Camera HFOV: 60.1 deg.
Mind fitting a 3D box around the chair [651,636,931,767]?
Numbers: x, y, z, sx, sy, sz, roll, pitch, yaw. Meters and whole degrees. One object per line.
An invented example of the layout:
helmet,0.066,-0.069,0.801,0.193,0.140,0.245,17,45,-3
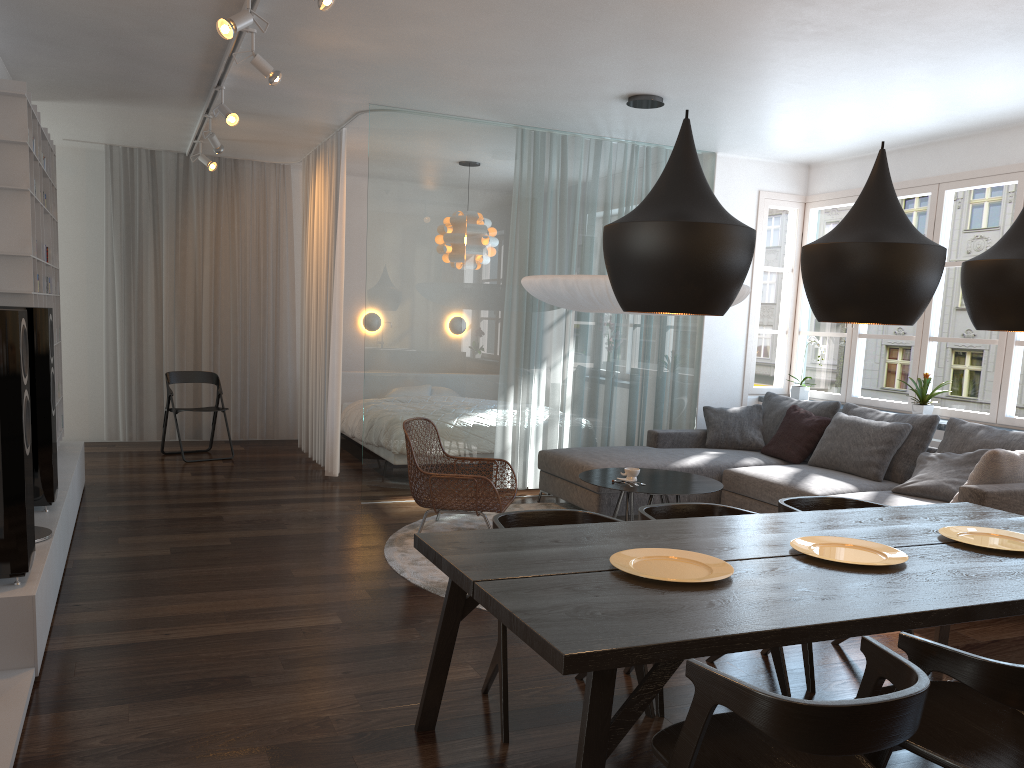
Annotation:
chair,0.616,0.935,2.017,0.593,0.678,0.515,0,7,-24

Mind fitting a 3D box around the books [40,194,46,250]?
books,-2.882,-0.958,5.329,0.100,0.436,0.347,-1,8,-24

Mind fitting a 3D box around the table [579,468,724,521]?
table,0.809,0.804,5.272,0.847,0.477,0.840,1,6,-21

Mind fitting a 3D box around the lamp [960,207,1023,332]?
lamp,1.740,-0.447,2.960,0.410,0.546,0.407,4,7,10

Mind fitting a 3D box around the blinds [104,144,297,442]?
blinds,-2.993,-0.809,8.586,1.807,2.762,0.151,0,9,-21

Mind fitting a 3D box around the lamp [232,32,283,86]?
lamp,-1.283,-1.651,4.475,0.250,0.242,0.084,-2,9,-38

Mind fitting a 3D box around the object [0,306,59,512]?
object,-2.425,0.124,4.385,0.280,1.013,0.292,-1,9,-23

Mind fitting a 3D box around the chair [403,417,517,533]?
chair,-0.345,0.596,5.629,0.685,0.716,0.712,4,6,9

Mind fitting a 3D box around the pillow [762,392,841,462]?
pillow,2.163,0.330,6.897,0.275,0.482,0.829,-1,6,-23

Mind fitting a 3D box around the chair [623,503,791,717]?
chair,0.733,0.839,3.398,0.593,0.678,0.515,0,7,-23

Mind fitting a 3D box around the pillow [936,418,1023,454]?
pillow,2.865,0.481,5.279,0.275,0.481,0.829,-1,6,-23

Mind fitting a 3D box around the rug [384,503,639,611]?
rug,0.658,1.023,5.385,2.831,0.012,2.820,-1,6,-43

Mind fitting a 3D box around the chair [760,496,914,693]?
chair,1.357,0.847,3.673,0.593,0.678,0.515,0,7,-25

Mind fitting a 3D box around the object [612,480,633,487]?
object,0.628,0.566,5.042,0.015,0.015,0.166,-2,6,-36

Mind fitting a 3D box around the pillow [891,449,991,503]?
pillow,2.594,0.527,5.302,0.443,0.324,0.489,-2,7,-42

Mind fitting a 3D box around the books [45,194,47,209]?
books,-2.986,-1.145,5.567,0.099,0.105,0.131,0,7,-25

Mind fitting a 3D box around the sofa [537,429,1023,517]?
sofa,1.717,0.710,5.764,2.039,0.678,3.042,1,5,-23

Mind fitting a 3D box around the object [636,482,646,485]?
object,0.712,0.569,5.090,0.123,0.010,0.026,5,5,32

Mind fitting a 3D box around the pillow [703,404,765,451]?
pillow,1.766,0.338,7.057,0.514,0.363,0.344,4,7,16

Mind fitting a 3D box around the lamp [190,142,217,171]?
lamp,-2.633,-1.935,7.525,0.250,0.242,0.084,4,8,9

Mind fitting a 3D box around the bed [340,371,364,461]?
bed,-0.560,0.357,8.559,2.165,0.769,2.421,1,5,-23

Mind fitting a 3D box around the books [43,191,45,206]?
books,-2.939,-1.136,5.462,0.090,0.109,0.117,0,7,-23

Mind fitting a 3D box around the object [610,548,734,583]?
object,0.461,0.530,2.567,0.356,0.017,0.353,1,4,-20

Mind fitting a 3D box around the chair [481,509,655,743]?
chair,0.170,0.831,3.156,0.593,0.678,0.515,-1,7,-25

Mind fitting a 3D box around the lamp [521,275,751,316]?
lamp,0.790,-0.559,5.753,1.467,0.212,1.460,4,4,13

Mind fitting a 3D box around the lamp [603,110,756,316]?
lamp,0.457,-0.464,2.408,0.410,0.546,0.408,6,7,24

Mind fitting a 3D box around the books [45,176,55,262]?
books,-2.932,-0.508,5.464,0.114,1.837,1.935,-1,7,-23

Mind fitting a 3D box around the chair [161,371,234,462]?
chair,-2.864,0.284,8.052,0.499,0.782,0.558,-4,10,-43

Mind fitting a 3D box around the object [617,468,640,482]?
object,0.679,0.531,5.176,0.139,0.070,0.090,2,6,-12

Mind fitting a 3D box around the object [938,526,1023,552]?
object,1.688,0.547,3.095,0.356,0.017,0.353,1,4,-20

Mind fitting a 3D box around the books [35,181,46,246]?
books,-2.842,-0.955,5.240,0.101,0.442,0.615,-1,7,-24

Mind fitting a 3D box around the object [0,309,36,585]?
object,-1.932,0.229,3.249,0.280,1.013,0.292,-1,9,-23

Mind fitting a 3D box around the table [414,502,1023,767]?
table,1.029,0.883,2.910,2.500,0.686,1.097,1,6,-23

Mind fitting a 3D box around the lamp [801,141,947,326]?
lamp,1.098,-0.456,2.684,0.408,0.546,0.409,9,9,42

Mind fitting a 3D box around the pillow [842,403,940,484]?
pillow,2.515,0.402,6.111,0.277,0.479,0.832,-1,6,-23

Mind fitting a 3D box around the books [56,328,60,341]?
books,-2.937,-0.290,5.486,0.114,0.115,1.908,0,5,-23

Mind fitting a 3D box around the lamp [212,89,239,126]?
lamp,-1.841,-1.761,5.633,0.249,0.242,0.084,6,9,32

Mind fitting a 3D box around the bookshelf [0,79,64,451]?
bookshelf,-2.967,-0.562,5.419,0.227,2.094,2.067,-1,7,-23

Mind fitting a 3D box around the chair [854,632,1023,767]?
chair,1.174,0.942,2.258,0.593,0.678,0.515,-1,7,-25

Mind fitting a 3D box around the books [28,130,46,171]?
books,-2.871,-0.980,5.303,0.114,0.866,1.738,-1,6,-23

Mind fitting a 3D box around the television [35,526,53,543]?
television,-2.200,0.376,3.846,0.345,0.606,0.781,2,6,-5

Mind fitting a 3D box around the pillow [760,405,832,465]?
pillow,2.118,0.374,6.607,0.311,0.407,0.516,0,6,-21

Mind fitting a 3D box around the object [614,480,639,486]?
object,0.656,0.565,5.074,0.163,0.016,0.025,6,7,41

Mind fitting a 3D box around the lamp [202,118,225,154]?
lamp,-2.218,-1.847,6.571,0.085,0.242,0.248,3,6,6

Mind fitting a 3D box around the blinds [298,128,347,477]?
blinds,-1.698,-0.687,7.791,0.154,2.762,1.791,-1,8,-21

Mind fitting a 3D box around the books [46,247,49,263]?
books,-3.035,-0.993,5.690,0.090,0.436,0.154,-1,9,-23

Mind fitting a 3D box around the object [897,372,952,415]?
object,2.935,0.083,6.260,0.374,0.331,0.321,8,8,41

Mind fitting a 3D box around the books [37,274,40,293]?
books,-2.738,-0.571,5.017,0.099,0.105,0.131,0,7,-25

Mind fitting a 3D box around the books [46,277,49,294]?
books,-3.003,-0.631,5.632,0.090,0.109,0.117,0,7,-23

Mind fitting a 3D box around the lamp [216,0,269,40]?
lamp,-1.170,-1.599,3.838,0.085,0.242,0.249,8,8,32

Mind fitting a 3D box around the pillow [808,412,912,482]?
pillow,2.377,0.425,6.072,0.292,0.401,0.661,0,6,-23

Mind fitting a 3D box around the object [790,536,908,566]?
object,1.075,0.538,2.831,0.355,0.017,0.353,-1,6,-42

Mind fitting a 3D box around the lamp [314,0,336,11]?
lamp,-0.790,-1.547,3.335,0.251,0.241,0.084,1,8,-18

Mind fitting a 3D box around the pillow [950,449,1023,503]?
pillow,2.602,0.527,4.731,0.494,0.418,0.284,0,8,-24
